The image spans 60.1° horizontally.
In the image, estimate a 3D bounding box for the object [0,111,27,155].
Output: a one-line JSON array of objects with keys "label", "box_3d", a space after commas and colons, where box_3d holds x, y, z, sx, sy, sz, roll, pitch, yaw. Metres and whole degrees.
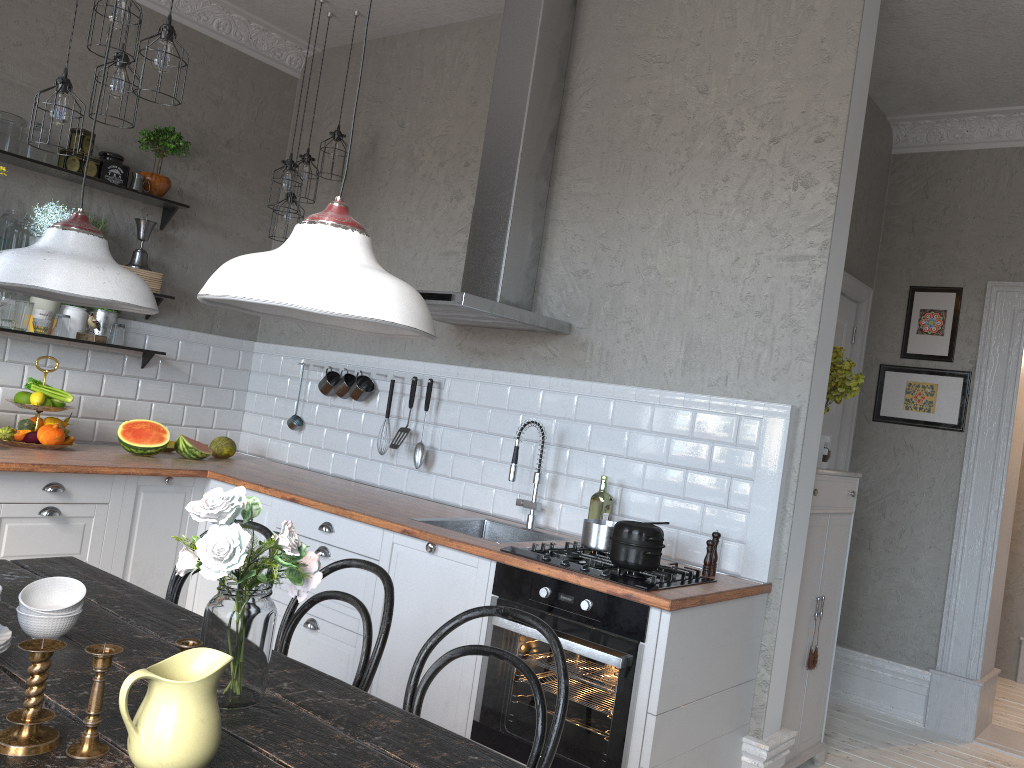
[{"label": "object", "box_3d": [-2.322, -1.136, 4.041, 0.174, 0.184, 0.170, 9, -2, -13]}]

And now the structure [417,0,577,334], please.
[{"label": "structure", "box_3d": [-0.121, -1.083, 3.912, 0.697, 1.596, 0.727, 7, -2, 38]}]

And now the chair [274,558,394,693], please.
[{"label": "chair", "box_3d": [-0.609, 0.878, 2.052, 0.561, 0.921, 0.428, 10, -2, -44]}]

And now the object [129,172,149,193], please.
[{"label": "object", "box_3d": [-1.893, -1.017, 4.499, 0.073, 0.096, 0.095, 7, -2, 39]}]

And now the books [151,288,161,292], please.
[{"label": "books", "box_3d": [-1.983, -0.509, 4.598, 0.154, 0.011, 0.266, 7, -2, 44]}]

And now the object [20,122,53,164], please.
[{"label": "object", "box_3d": [-2.280, -1.143, 4.241, 0.140, 0.220, 0.139, 9, -2, -2]}]

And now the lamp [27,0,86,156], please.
[{"label": "lamp", "box_3d": [-1.437, -1.656, 3.043, 0.146, 1.735, 0.147, 8, -2, 5]}]

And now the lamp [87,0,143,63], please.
[{"label": "lamp", "box_3d": [-1.223, -1.968, 3.011, 0.144, 1.735, 0.149, 8, -2, 25]}]

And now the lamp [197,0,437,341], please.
[{"label": "lamp", "box_3d": [-0.175, -1.017, 1.471, 0.383, 1.859, 0.375, 9, -2, -14]}]

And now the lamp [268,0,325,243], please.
[{"label": "lamp", "box_3d": [-1.040, -1.593, 4.564, 0.146, 1.735, 0.148, 8, -2, 10]}]

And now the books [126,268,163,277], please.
[{"label": "books", "box_3d": [-1.972, -0.584, 4.600, 0.266, 0.016, 0.154, 10, -2, -43]}]

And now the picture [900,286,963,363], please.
[{"label": "picture", "box_3d": [2.335, -0.337, 4.933, 0.276, 0.417, 0.012, 7, -2, 38]}]

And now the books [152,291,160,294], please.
[{"label": "books", "box_3d": [-1.985, -0.498, 4.597, 0.154, 0.011, 0.266, 7, -2, 41]}]

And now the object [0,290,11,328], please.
[{"label": "object", "box_3d": [-2.339, -0.367, 4.040, 0.080, 0.217, 0.083, 8, -2, 24]}]

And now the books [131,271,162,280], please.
[{"label": "books", "box_3d": [-1.974, -0.573, 4.599, 0.266, 0.016, 0.154, 10, -2, -39]}]

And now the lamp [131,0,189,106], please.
[{"label": "lamp", "box_3d": [-1.060, -1.813, 2.988, 0.147, 1.735, 0.146, 9, -2, -5]}]

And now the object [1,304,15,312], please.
[{"label": "object", "box_3d": [-2.371, -0.335, 4.175, 0.079, 0.083, 0.076, 10, -2, -34]}]

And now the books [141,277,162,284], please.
[{"label": "books", "box_3d": [-1.977, -0.552, 4.599, 0.154, 0.011, 0.266, 7, -2, 41]}]

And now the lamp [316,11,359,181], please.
[{"label": "lamp", "box_3d": [-0.823, -1.943, 4.679, 0.146, 1.735, 0.148, 8, -2, 10]}]

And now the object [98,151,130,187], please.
[{"label": "object", "box_3d": [-2.033, -1.078, 4.470, 0.139, 0.174, 0.145, 7, -2, 38]}]

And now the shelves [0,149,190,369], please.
[{"label": "shelves", "box_3d": [-2.272, -0.572, 4.219, 0.224, 0.923, 1.343, 7, -2, 39]}]

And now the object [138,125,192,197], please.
[{"label": "object", "box_3d": [-1.834, -1.157, 4.632, 0.265, 0.397, 0.237, 9, -2, -27]}]

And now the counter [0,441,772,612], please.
[{"label": "counter", "box_3d": [-1.325, 0.409, 3.043, 3.320, 0.039, 3.227, 7, -2, 38]}]

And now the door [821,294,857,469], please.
[{"label": "door", "box_3d": [1.525, 0.595, 4.571, 0.078, 2.183, 0.767, 7, -2, 38]}]

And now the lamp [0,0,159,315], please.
[{"label": "lamp", "box_3d": [-0.859, -1.105, 2.010, 0.387, 1.859, 0.371, 10, -2, -44]}]

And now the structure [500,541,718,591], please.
[{"label": "structure", "box_3d": [0.344, 0.624, 3.113, 0.593, 0.031, 0.506, 7, -2, 38]}]

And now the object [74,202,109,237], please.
[{"label": "object", "box_3d": [-2.097, -0.705, 4.382, 0.169, 0.380, 0.184, 9, -2, -1]}]

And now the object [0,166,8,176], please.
[{"label": "object", "box_3d": [-2.381, -0.843, 3.863, 0.275, 0.540, 0.195, 8, -2, 30]}]

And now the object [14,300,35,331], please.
[{"label": "object", "box_3d": [-2.295, -0.319, 4.154, 0.078, 0.139, 0.079, 8, -2, 11]}]

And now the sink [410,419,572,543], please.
[{"label": "sink", "box_3d": [-0.048, 0.486, 3.618, 0.476, 0.720, 0.539, 7, -2, 38]}]

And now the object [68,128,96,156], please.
[{"label": "object", "box_3d": [-2.087, -1.173, 4.297, 0.082, 0.113, 0.084, 8, -2, 18]}]

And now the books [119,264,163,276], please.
[{"label": "books", "box_3d": [-1.971, -0.595, 4.600, 0.154, 0.011, 0.266, 7, -2, 44]}]

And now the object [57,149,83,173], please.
[{"label": "object", "box_3d": [-2.134, -1.067, 4.274, 0.081, 0.113, 0.084, 7, -2, 38]}]

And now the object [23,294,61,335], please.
[{"label": "object", "box_3d": [-2.287, -0.355, 4.288, 0.154, 0.217, 0.158, 8, -2, 18]}]

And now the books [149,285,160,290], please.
[{"label": "books", "box_3d": [-1.982, -0.520, 4.598, 0.266, 0.016, 0.154, 10, -2, -39]}]

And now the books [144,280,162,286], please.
[{"label": "books", "box_3d": [-1.979, -0.541, 4.599, 0.154, 0.011, 0.266, 7, -2, 44]}]

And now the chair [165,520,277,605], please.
[{"label": "chair", "box_3d": [-0.968, 0.832, 2.359, 0.429, 0.921, 0.560, 7, -2, 36]}]

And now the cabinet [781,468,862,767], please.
[{"label": "cabinet", "box_3d": [1.132, 0.987, 3.783, 0.376, 1.297, 0.680, 7, -2, 38]}]

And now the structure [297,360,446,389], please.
[{"label": "structure", "box_3d": [-0.767, -0.058, 4.619, 1.063, 0.053, 0.096, 7, -2, 38]}]

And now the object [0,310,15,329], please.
[{"label": "object", "box_3d": [-2.375, -0.302, 4.174, 0.079, 0.083, 0.076, 10, -2, -34]}]

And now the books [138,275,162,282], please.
[{"label": "books", "box_3d": [-1.975, -0.563, 4.599, 0.154, 0.011, 0.266, 7, -2, 44]}]

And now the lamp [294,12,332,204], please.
[{"label": "lamp", "box_3d": [-0.998, -1.837, 4.744, 0.148, 1.735, 0.145, 9, -2, -10]}]

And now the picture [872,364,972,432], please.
[{"label": "picture", "box_3d": [2.272, 0.073, 4.922, 0.479, 0.331, 0.014, 7, -2, 38]}]

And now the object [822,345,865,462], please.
[{"label": "object", "box_3d": [1.370, 0.092, 3.969, 0.301, 0.553, 0.336, 9, -2, -17]}]

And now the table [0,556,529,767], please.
[{"label": "table", "box_3d": [-0.916, 0.917, 1.702, 1.880, 0.735, 0.924, 7, -2, 38]}]

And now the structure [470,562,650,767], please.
[{"label": "structure", "box_3d": [0.310, 0.988, 3.120, 0.609, 0.623, 0.631, 7, -2, 38]}]

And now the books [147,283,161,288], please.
[{"label": "books", "box_3d": [-1.980, -0.531, 4.598, 0.266, 0.016, 0.154, 10, -2, -43]}]

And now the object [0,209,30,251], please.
[{"label": "object", "box_3d": [-2.378, -0.691, 4.212, 0.128, 0.264, 0.134, 7, -2, 44]}]

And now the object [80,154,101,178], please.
[{"label": "object", "box_3d": [-2.076, -1.057, 4.341, 0.084, 0.113, 0.081, 10, -2, -42]}]

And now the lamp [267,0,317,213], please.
[{"label": "lamp", "box_3d": [-1.000, -1.715, 4.384, 0.149, 1.735, 0.144, 9, -2, -20]}]

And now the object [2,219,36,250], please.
[{"label": "object", "box_3d": [-2.282, -0.651, 4.102, 0.127, 0.206, 0.122, 9, -2, -29]}]

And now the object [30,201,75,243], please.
[{"label": "object", "box_3d": [-2.222, -0.713, 4.307, 0.250, 0.354, 0.229, 10, -2, -34]}]

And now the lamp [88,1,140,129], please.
[{"label": "lamp", "box_3d": [-1.300, -1.793, 3.185, 0.144, 1.735, 0.149, 8, -2, 25]}]

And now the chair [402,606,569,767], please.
[{"label": "chair", "box_3d": [-0.198, 0.931, 1.734, 0.429, 0.921, 0.560, 7, -2, 36]}]

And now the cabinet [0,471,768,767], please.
[{"label": "cabinet", "box_3d": [-1.215, 0.852, 3.479, 4.216, 0.854, 1.977, 9, -1, -6]}]
